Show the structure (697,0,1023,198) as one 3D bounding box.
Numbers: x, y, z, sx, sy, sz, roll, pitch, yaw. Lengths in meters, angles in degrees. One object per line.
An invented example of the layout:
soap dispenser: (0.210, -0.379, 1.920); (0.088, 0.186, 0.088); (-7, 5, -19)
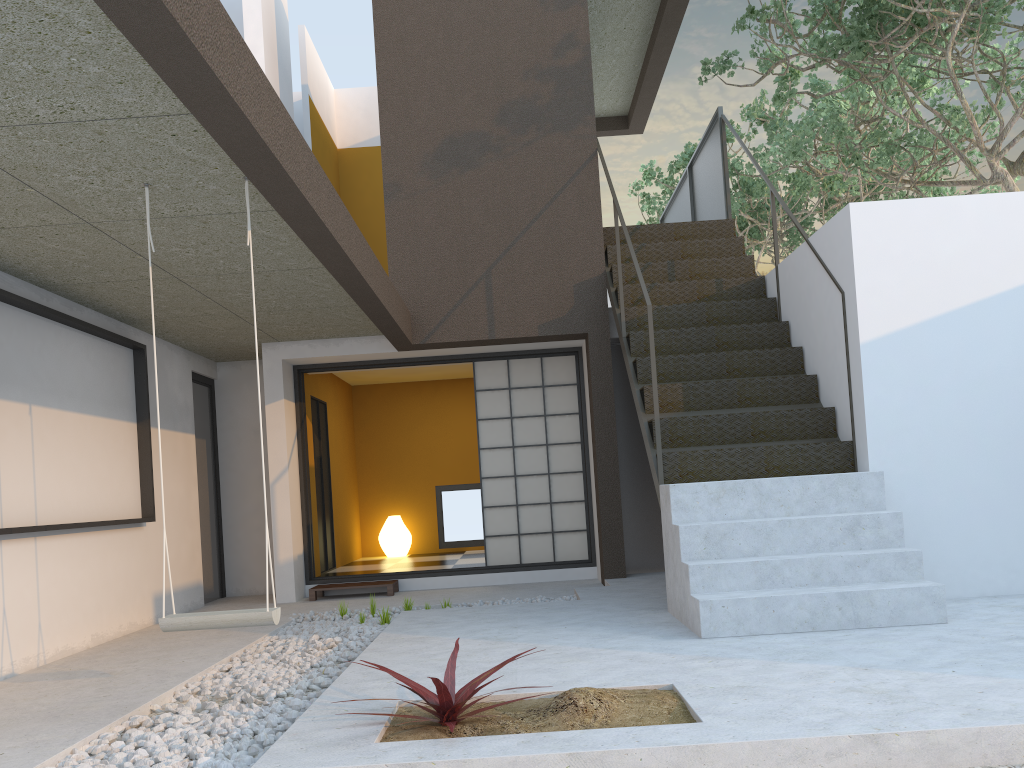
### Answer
structure: (4.056, -2.761, 6.997); (4.329, 3.688, 5.783); (-2, -6, -20)

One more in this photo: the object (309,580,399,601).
object: (-1.342, 1.762, 7.541); (0.703, 0.100, 0.352); (-4, -6, 0)

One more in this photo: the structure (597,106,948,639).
structure: (1.367, -0.410, 7.467); (1.158, 3.930, 6.585); (-4, -5, 0)

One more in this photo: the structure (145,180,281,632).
structure: (-1.255, 0.077, 3.655); (0.462, 1.862, 0.129); (-4, -2, 0)

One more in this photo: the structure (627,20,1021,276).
structure: (4.682, -2.129, 13.582); (5.502, 4.687, 7.349); (-2, -6, -20)

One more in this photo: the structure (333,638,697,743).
structure: (0.011, 1.051, 2.995); (1.203, 0.291, 0.751); (-4, -6, 0)

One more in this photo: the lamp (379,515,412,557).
lamp: (-1.367, 1.792, 10.332); (0.386, 0.499, 0.397); (-3, -4, -11)
